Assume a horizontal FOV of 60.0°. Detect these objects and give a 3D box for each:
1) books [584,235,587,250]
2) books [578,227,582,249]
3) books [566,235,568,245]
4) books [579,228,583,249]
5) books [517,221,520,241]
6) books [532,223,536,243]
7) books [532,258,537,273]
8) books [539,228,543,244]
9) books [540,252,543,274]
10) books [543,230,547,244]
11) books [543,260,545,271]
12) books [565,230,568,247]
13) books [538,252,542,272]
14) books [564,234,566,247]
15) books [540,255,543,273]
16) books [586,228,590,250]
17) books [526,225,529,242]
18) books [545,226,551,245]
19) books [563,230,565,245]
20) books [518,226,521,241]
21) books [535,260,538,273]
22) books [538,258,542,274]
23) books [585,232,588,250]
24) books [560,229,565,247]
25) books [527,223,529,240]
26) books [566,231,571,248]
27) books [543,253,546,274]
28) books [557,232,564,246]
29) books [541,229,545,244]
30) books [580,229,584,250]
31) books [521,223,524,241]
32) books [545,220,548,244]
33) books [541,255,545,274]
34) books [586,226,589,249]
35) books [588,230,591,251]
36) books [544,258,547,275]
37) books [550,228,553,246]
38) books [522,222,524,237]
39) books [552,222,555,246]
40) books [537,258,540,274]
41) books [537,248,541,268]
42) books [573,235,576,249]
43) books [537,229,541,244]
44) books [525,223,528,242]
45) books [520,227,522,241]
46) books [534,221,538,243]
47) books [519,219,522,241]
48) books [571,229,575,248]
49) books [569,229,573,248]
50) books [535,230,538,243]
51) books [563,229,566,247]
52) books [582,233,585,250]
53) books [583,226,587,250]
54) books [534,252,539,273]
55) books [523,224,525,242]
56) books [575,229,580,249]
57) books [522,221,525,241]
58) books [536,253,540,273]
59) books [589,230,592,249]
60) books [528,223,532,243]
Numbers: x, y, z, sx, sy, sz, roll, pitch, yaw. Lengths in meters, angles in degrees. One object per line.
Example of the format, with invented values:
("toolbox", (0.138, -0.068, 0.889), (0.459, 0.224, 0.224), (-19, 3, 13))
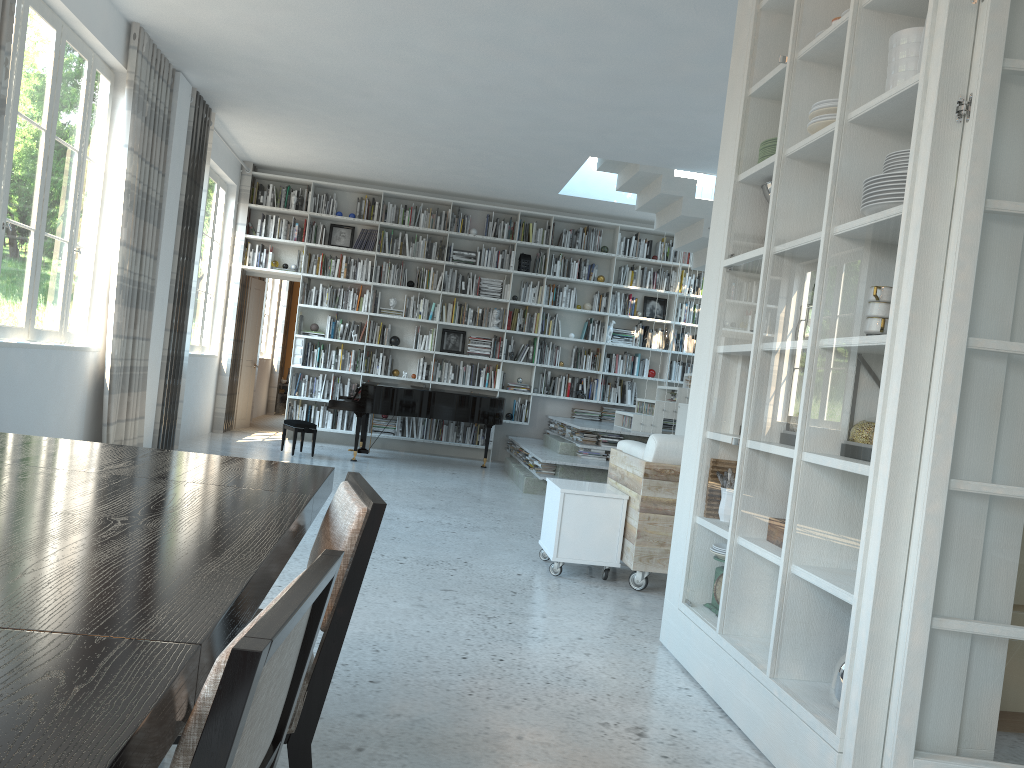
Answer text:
("books", (0.907, -1.760, 11.166), (0.018, 0.201, 0.188), (7, 1, -7))
("books", (0.837, -1.815, 11.180), (0.024, 0.292, 0.167), (7, 1, -7))
("books", (0.676, -1.790, 11.175), (0.009, 0.206, 0.146), (7, 1, -7))
("books", (0.856, -1.814, 11.194), (0.017, 0.295, 0.139), (7, 1, -7))
("books", (0.075, -1.899, 11.078), (0.008, 0.279, 0.170), (7, 1, -7))
("books", (0.265, -1.874, 11.117), (0.030, 0.274, 0.151), (7, 1, -7))
("books", (0.283, -1.473, 11.132), (0.019, 0.214, 0.156), (7, 1, -7))
("books", (0.350, -1.833, 11.105), (0.031, 0.213, 0.169), (7, 1, -7))
("books", (0.363, -1.501, 11.152), (0.013, 0.289, 0.131), (7, 1, -7))
("books", (0.398, -1.818, 11.124), (0.022, 0.194, 0.181), (7, 1, -7))
("books", (0.385, -1.454, 11.159), (0.015, 0.201, 0.130), (7, 1, -7))
("books", (0.670, -1.803, 11.146), (0.013, 0.229, 0.173), (7, 1, -7))
("books", (0.337, -1.504, 11.111), (0.021, 0.288, 0.179), (7, 1, -7))
("books", (0.655, -1.782, 11.158), (0.009, 0.183, 0.160), (7, 1, -7))
("books", (0.355, -1.485, 11.123), (0.005, 0.255, 0.158), (7, 1, -7))
("books", (0.945, -1.805, 11.167), (0.015, 0.299, 0.183), (7, 1, -7))
("books", (0.183, -1.863, 11.084), (0.015, 0.234, 0.171), (7, 1, -7))
("books", (0.441, -1.842, 11.112), (0.029, 0.253, 0.186), (7, 1, -7))
("books", (0.637, -1.814, 11.155), (0.011, 0.244, 0.172), (7, 1, -7))
("books", (0.080, -1.861, 11.102), (0.016, 0.204, 0.143), (7, 1, -7))
("books", (0.294, -1.464, 11.140), (0.022, 0.199, 0.143), (7, 1, -7))
("books", (0.343, -1.464, 11.133), (0.013, 0.211, 0.140), (7, 1, -7))
("books", (0.921, -1.784, 11.182), (0.008, 0.251, 0.170), (7, 1, -7))
("books", (0.628, -1.815, 11.145), (0.009, 0.244, 0.173), (7, 1, -7))
("books", (0.192, -1.878, 11.120), (0.007, 0.264, 0.133), (7, 1, -7))
("books", (0.698, -1.798, 11.163), (0.028, 0.226, 0.163), (7, 1, -7))
("books", (0.401, -1.498, 11.148), (0.005, 0.292, 0.130), (7, 1, -7))
("books", (0.599, -1.799, 11.136), (0.046, 0.206, 0.183), (7, 1, -7))
("books", (0.374, -1.825, 11.128), (0.025, 0.203, 0.162), (7, 1, -7))
("books", (0.873, -1.807, 11.191), (0.007, 0.285, 0.159), (7, 1, -7))
("books", (0.119, -1.874, 11.069), (0.007, 0.239, 0.191), (7, 1, -7))
("books", (0.421, -1.883, 11.142), (0.012, 0.330, 0.128), (7, 1, -7))
("books", (0.379, -1.479, 11.112), (0.013, 0.248, 0.186), (7, 1, -7))
("books", (0.934, -1.822, 11.182), (0.007, 0.329, 0.183), (7, 1, -7))
("books", (0.960, -1.794, 11.197), (0.012, 0.280, 0.144), (7, 1, -7))
("books", (0.407, -1.458, 11.116), (0.008, 0.214, 0.223), (7, 1, -7))
("books", (0.480, -1.826, 11.126), (0.033, 0.229, 0.175), (7, 1, -7))
("books", (0.125, -1.883, 11.085), (0.006, 0.260, 0.166), (7, 1, -7))
("books", (0.506, -1.860, 11.119), (0.019, 0.304, 0.175), (7, 1, -7))
("books", (0.320, -1.470, 11.132), (0.024, 0.217, 0.168), (7, 1, -7))
("books", (0.322, -1.531, 11.130), (0.025, 0.339, 0.142), (7, 1, -7))
("books", (0.774, -1.771, 11.192), (0.031, 0.190, 0.132), (7, 1, -7))
("books", (0.321, -1.831, 11.106), (0.024, 0.202, 0.180), (7, 1, -7))
("books", (0.172, -1.879, 11.100), (0.008, 0.262, 0.142), (7, 1, -7))
("books", (0.103, -1.852, 11.094), (0.015, 0.193, 0.160), (7, 1, -7))
("books", (0.288, -1.883, 11.102), (0.010, 0.297, 0.167), (7, 1, -7))
("books", (0.099, -1.906, 11.085), (0.007, 0.298, 0.181), (7, 1, -7))
("books", (0.754, -1.807, 11.171), (0.021, 0.256, 0.168), (7, 1, -7))
("books", (0.729, -1.809, 11.166), (0.030, 0.255, 0.161), (7, 1, -7))
("books", (0.297, -1.822, 11.102), (0.022, 0.180, 0.173), (7, 1, -7))
("books", (0.648, -1.819, 11.165), (0.012, 0.255, 0.133), (7, 1, -7))
("books", (0.884, -1.778, 11.174), (0.018, 0.231, 0.160), (7, 1, -7))
("books", (0.900, -1.817, 11.180), (0.006, 0.312, 0.179), (7, 1, -7))
("books", (0.297, -1.500, 11.100), (0.021, 0.272, 0.190), (7, 1, -7))
("books", (0.152, -1.881, 11.090), (0.034, 0.261, 0.157), (7, 1, -7))
("books", (0.812, -1.801, 11.154), (0.028, 0.258, 0.184), (7, 1, -7))
("books", (0.132, -1.892, 11.097), (0.007, 0.279, 0.150), (7, 1, -7))
("books", (0.312, -1.498, 11.115), (0.022, 0.272, 0.181), (7, 1, -7))
("books", (0.970, -1.790, 11.194), (0.008, 0.275, 0.163), (7, 1, -7))
("books", (0.225, -1.869, 11.092), (0.054, 0.254, 0.190), (7, 1, -7))
